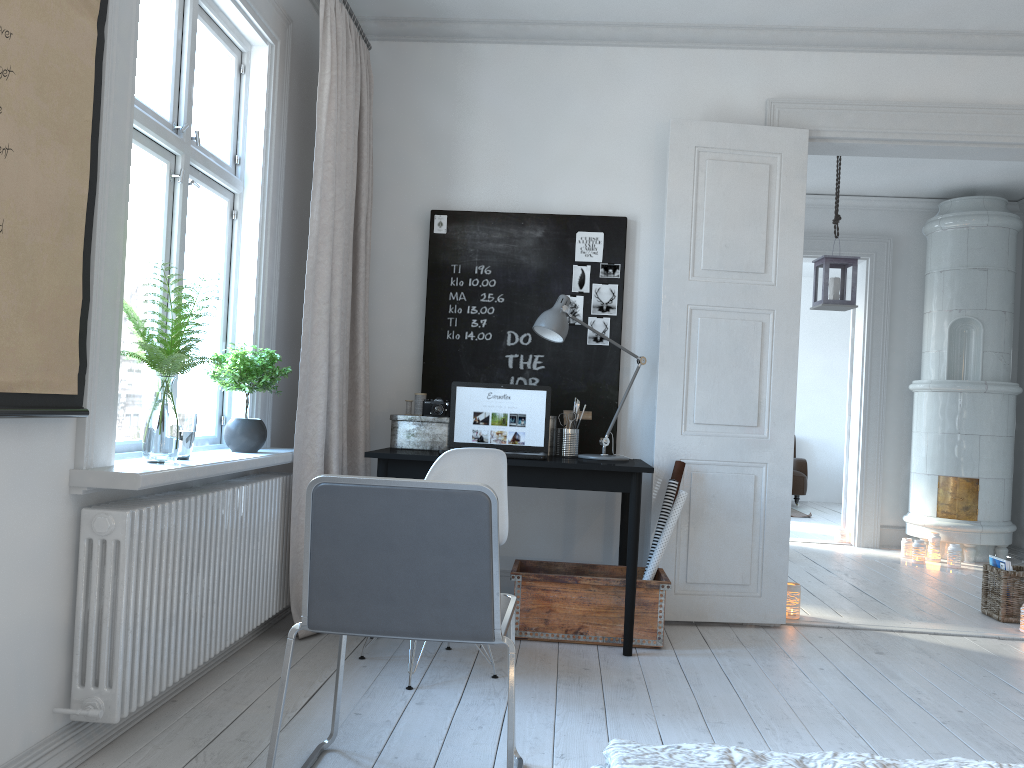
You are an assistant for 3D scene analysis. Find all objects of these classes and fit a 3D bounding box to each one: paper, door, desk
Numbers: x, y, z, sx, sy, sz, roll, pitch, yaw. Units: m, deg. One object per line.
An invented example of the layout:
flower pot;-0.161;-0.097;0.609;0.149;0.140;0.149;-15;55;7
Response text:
paper;0.621;0.770;3.845;0.283;0.626;0.041;3;-1;-18
door;1.989;-0.066;4.305;2.598;2.505;0.578;3;-1;4
paper;0.658;0.716;3.973;0.297;0.746;0.048;4;-1;-41
door;2.181;0.031;7.314;2.598;2.505;0.578;3;-1;4
paper;0.625;0.755;3.905;0.266;0.669;0.043;4;-1;-41
desk;-0.015;0.692;3.857;1.159;0.759;0.651;3;-1;4

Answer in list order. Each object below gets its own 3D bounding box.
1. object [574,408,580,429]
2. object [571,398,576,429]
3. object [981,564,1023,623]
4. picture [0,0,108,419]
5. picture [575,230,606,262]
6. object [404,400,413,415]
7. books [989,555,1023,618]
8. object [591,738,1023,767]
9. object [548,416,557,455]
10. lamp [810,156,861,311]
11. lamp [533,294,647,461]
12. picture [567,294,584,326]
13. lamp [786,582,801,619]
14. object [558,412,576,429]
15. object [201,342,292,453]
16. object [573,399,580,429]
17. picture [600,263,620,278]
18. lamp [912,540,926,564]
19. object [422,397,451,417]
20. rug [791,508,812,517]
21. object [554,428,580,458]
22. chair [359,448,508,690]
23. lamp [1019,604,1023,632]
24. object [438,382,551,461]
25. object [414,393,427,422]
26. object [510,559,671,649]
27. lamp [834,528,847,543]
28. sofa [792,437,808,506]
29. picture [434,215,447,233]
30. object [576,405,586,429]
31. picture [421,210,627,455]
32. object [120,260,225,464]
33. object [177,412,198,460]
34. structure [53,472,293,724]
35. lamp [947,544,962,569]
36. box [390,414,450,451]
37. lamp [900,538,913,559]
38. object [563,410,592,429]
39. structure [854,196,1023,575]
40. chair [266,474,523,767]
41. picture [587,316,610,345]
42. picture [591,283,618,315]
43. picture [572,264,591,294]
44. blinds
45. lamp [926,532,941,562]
object;0.282;0.220;4.039;0.009;0.222;0.082;3;-1;33
object;0.277;0.195;4.049;0.008;0.267;0.060;3;-1;20
object;2.645;1.097;4.636;0.270;0.265;0.224;3;-1;4
picture;-1.078;-0.583;1.857;0.057;1.313;0.793;3;-1;4
picture;0.373;-0.662;4.246;0.147;0.154;0.004;3;-1;4
object;-0.478;0.110;4.109;0.040;0.069;0.040;3;-1;-8
books;2.633;1.063;4.638;0.201;0.300;0.179;3;-1;4
object;0.801;0.463;0.874;1.460;0.104;0.405;3;-2;4
object;0.167;0.241;4.112;0.079;0.188;0.079;3;-1;-17
lamp;2.095;-1.361;5.664;0.228;1.761;0.228;3;-1;0
lamp;0.348;-0.022;3.966;0.617;0.716;0.230;3;-1;-25
picture;0.286;-0.354;4.247;0.107;0.150;0.001;3;-1;4
lamp;1.366;1.061;4.341;0.089;0.166;0.089;3;-1;-4
object;0.243;0.227;4.047;0.081;0.198;0.050;2;-1;29
object;-0.994;0.049;3.300;0.310;0.407;0.271;4;-1;-36
object;0.281;0.199;4.049;0.062;0.264;0.012;4;-1;-44
picture;0.469;-0.544;4.240;0.095;0.071;0.001;3;-1;4
lamp;2.938;1.211;6.400;0.089;0.166;0.089;3;-1;5
object;-0.337;0.103;3.967;0.137;0.087;0.073;3;-1;4
rug;2.309;1.338;9.909;1.710;0.055;1.457;3;-2;4
object;0.251;0.268;4.035;0.108;0.128;0.108;3;-1;19
chair;-0.272;0.627;3.233;0.474;0.824;0.554;3;-1;-31
lamp;2.506;1.113;4.279;0.093;0.179;0.093;3;-1;-13
object;-0.065;0.151;3.782;0.445;0.315;0.325;3;-1;4
object;-0.428;0.106;4.040;0.056;0.130;0.167;3;-1;2
object;0.328;0.946;3.831;0.664;0.282;0.339;3;-1;4
lamp;2.695;1.243;7.277;0.093;0.110;0.093;3;-1;21
sofa;2.383;0.966;10.674;2.165;0.824;0.969;3;-1;4
picture;-0.347;-0.774;4.295;0.061;0.088;0.004;3;-1;0
object;0.294;0.212;4.033;0.084;0.240;0.009;3;-1;-19
picture;0.051;-0.239;4.292;0.953;1.172;0.064;3;-1;4
object;-1.031;-0.052;2.582;0.414;0.564;0.305;2;-1;38
object;-1.035;0.163;2.764;0.097;0.146;0.097;3;-1;9
structure;-1.045;0.614;2.971;0.195;0.547;1.506;3;-2;4
lamp;3.131;1.217;6.274;0.089;0.166;0.089;3;-1;3
box;-0.397;0.222;4.061;0.317;0.152;0.193;3;-1;4
lamp;2.953;1.228;6.631;0.084;0.146;0.084;3;-1;8
object;0.302;0.228;4.086;0.138;0.209;0.034;3;-1;-16
structure;3.328;-0.008;6.697;1.248;2.827;0.800;4;-1;-41
chair;-0.243;0.612;2.179;0.562;0.797;0.525;3;-1;4
picture;0.414;-0.255;4.238;0.103;0.136;0.001;3;-1;4
picture;0.443;-0.407;4.238;0.121;0.152;0.002;3;-1;4
picture;0.332;-0.504;4.248;0.083;0.146;0.002;3;-1;4
blinds;-0.704;-0.291;3.851;0.225;2.646;0.831;3;-1;4
lamp;3.105;1.201;6.523;0.098;0.210;0.098;3;-1;8
